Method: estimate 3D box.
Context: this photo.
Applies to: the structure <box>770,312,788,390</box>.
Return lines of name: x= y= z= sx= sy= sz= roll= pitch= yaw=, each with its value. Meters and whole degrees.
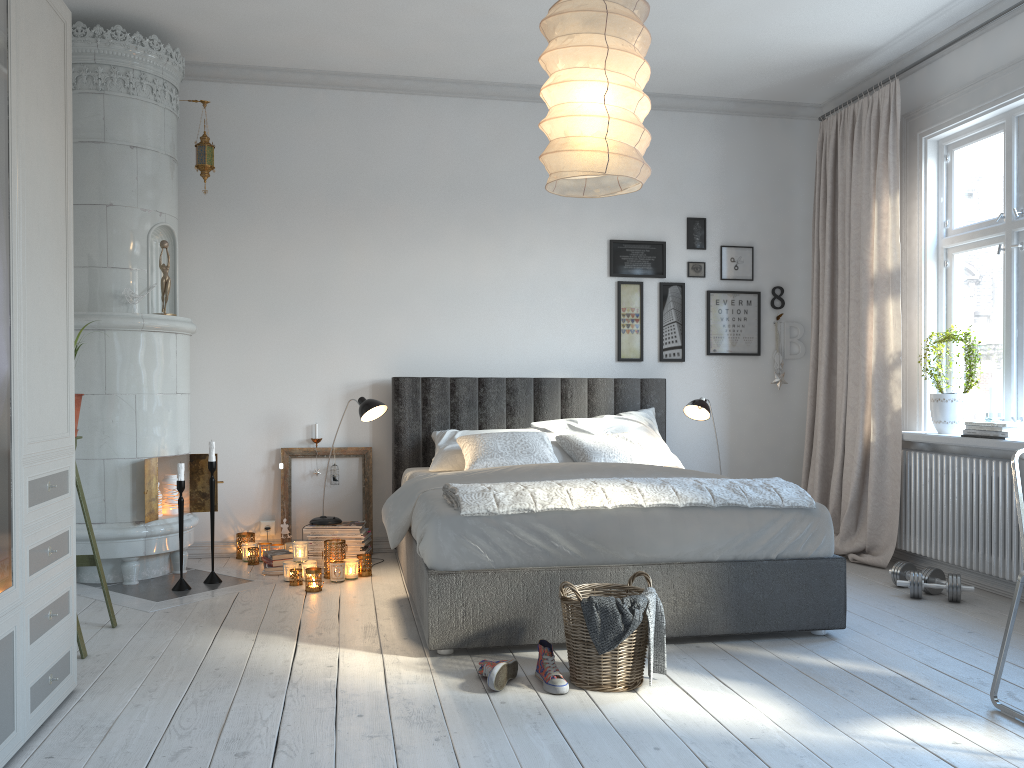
structure: x=1.726 y=-0.220 z=5.749 sx=0.134 sy=0.514 sz=0.078 roll=0 pitch=1 yaw=-23

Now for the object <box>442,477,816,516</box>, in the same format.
object: x=0.462 y=0.437 z=3.534 sx=1.460 sy=0.104 sz=0.405 roll=0 pitch=0 yaw=-11

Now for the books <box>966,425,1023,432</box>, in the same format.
books: x=2.328 y=0.200 z=4.214 sx=0.207 sy=0.022 sz=0.253 roll=0 pitch=0 yaw=-10

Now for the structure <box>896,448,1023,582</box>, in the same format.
structure: x=2.314 y=0.621 z=4.343 sx=0.195 sy=0.547 sz=1.505 roll=0 pitch=0 yaw=-11

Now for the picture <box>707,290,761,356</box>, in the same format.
picture: x=1.433 y=-0.394 z=5.719 sx=0.365 sy=0.415 sz=0.021 roll=0 pitch=1 yaw=-11

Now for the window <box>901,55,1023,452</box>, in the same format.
window: x=3.479 y=-0.721 z=7.860 sx=11.965 sy=7.011 sz=7.978 roll=0 pitch=0 yaw=-11

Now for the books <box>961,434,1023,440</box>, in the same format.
books: x=2.323 y=0.242 z=4.209 sx=0.219 sy=0.013 sz=0.272 roll=0 pitch=0 yaw=-14

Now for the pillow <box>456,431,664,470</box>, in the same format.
pillow: x=0.268 y=0.374 z=4.791 sx=1.146 sy=0.225 sz=0.415 roll=0 pitch=0 yaw=-18

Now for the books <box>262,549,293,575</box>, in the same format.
books: x=-1.254 y=0.967 z=4.748 sx=0.175 sy=0.096 sz=0.262 roll=0 pitch=0 yaw=-16

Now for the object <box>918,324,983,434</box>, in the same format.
object: x=2.299 y=-0.036 z=4.633 sx=0.216 sy=0.574 sz=0.385 roll=0 pitch=0 yaw=-30

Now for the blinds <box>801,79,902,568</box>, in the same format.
blinds: x=1.927 y=-0.319 z=5.126 sx=0.225 sy=2.648 sz=0.831 roll=0 pitch=1 yaw=-11

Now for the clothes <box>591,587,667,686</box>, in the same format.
clothes: x=0.343 y=0.831 z=2.957 sx=0.283 sy=0.288 sz=0.235 roll=0 pitch=0 yaw=29

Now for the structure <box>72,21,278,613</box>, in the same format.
structure: x=-1.870 y=-0.322 z=4.526 sx=1.248 sy=2.836 sz=0.800 roll=0 pitch=1 yaw=34

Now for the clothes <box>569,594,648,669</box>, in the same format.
clothes: x=0.320 y=0.817 z=2.915 sx=0.246 sy=0.270 sz=0.297 roll=0 pitch=0 yaw=-10

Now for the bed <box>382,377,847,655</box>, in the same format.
bed: x=0.316 y=0.481 z=4.365 sx=1.888 sy=1.046 sz=2.176 roll=0 pitch=0 yaw=-11

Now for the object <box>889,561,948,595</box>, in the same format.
object: x=1.981 y=0.939 z=4.338 sx=0.129 sy=0.129 sz=0.328 roll=0 pitch=0 yaw=-26

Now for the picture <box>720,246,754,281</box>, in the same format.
picture: x=1.458 y=-0.782 z=5.722 sx=0.225 sy=0.220 sz=0.010 roll=0 pitch=1 yaw=-11

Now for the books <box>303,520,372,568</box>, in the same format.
books: x=-0.970 y=0.898 z=4.929 sx=0.346 sy=0.232 sz=0.245 roll=0 pitch=0 yaw=-2

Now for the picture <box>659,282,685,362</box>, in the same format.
picture: x=1.022 y=-0.394 z=5.642 sx=0.165 sy=0.504 sz=0.020 roll=0 pitch=1 yaw=-11

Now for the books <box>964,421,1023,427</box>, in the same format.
books: x=2.329 y=0.181 z=4.209 sx=0.203 sy=0.015 sz=0.269 roll=0 pitch=0 yaw=-13

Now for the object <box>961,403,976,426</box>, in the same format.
object: x=2.295 y=0.167 z=4.453 sx=0.059 sy=0.165 sz=0.196 roll=1 pitch=0 yaw=39

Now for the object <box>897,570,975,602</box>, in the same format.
object: x=1.973 y=0.938 z=4.149 sx=0.328 sy=0.129 sz=0.129 roll=0 pitch=0 yaw=24

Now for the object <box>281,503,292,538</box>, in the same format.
object: x=-1.319 y=0.799 z=5.159 sx=0.062 sy=0.220 sz=0.028 roll=0 pitch=1 yaw=-16

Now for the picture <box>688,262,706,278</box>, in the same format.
picture: x=1.185 y=-0.732 z=5.672 sx=0.119 sy=0.098 sz=0.010 roll=0 pitch=1 yaw=-11

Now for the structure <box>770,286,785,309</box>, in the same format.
structure: x=1.733 y=-0.565 z=5.769 sx=0.096 sy=0.151 sz=0.014 roll=0 pitch=1 yaw=-11

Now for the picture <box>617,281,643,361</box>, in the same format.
picture: x=0.750 y=-0.393 z=5.591 sx=0.165 sy=0.504 sz=0.020 roll=0 pitch=1 yaw=-11

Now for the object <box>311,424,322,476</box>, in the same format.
object: x=-1.154 y=0.400 z=5.232 sx=0.067 sy=0.320 sz=0.067 roll=1 pitch=1 yaw=38

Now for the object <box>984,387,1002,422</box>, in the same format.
object: x=2.321 y=0.087 z=4.280 sx=0.074 sy=0.173 sz=0.074 roll=0 pitch=1 yaw=34

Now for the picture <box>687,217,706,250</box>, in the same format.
picture: x=1.187 y=-0.963 z=5.669 sx=0.128 sy=0.202 sz=0.011 roll=0 pitch=1 yaw=-11

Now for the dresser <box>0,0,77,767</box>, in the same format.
dresser: x=-1.569 y=-0.102 z=2.092 sx=0.630 sy=2.163 sz=1.432 roll=0 pitch=0 yaw=-11

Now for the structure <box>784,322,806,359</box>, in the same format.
structure: x=1.850 y=-0.288 z=5.798 sx=0.146 sy=0.239 sz=0.024 roll=0 pitch=1 yaw=-11

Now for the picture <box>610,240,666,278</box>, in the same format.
picture: x=0.800 y=-0.788 z=5.596 sx=0.365 sy=0.232 sz=0.020 roll=0 pitch=1 yaw=-11

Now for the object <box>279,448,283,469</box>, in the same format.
object: x=-1.352 y=0.447 z=5.180 sx=0.024 sy=0.127 sz=0.023 roll=0 pitch=1 yaw=-27

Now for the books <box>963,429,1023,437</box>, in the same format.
books: x=2.333 y=0.223 z=4.224 sx=0.207 sy=0.025 sz=0.262 roll=0 pitch=0 yaw=-18
